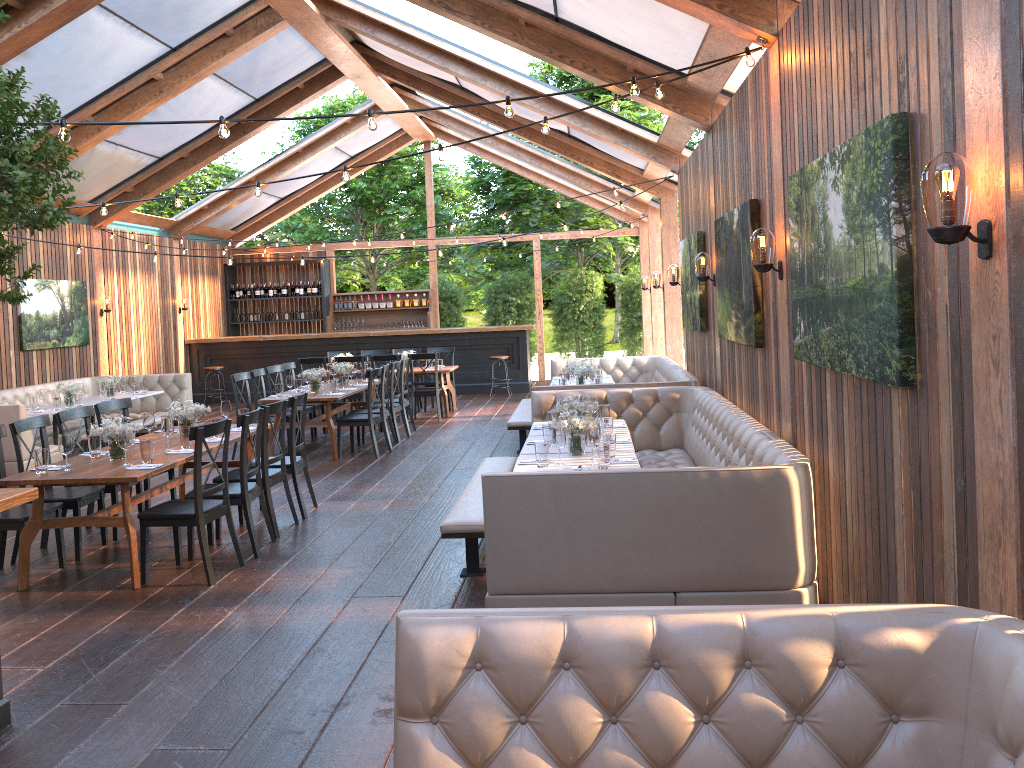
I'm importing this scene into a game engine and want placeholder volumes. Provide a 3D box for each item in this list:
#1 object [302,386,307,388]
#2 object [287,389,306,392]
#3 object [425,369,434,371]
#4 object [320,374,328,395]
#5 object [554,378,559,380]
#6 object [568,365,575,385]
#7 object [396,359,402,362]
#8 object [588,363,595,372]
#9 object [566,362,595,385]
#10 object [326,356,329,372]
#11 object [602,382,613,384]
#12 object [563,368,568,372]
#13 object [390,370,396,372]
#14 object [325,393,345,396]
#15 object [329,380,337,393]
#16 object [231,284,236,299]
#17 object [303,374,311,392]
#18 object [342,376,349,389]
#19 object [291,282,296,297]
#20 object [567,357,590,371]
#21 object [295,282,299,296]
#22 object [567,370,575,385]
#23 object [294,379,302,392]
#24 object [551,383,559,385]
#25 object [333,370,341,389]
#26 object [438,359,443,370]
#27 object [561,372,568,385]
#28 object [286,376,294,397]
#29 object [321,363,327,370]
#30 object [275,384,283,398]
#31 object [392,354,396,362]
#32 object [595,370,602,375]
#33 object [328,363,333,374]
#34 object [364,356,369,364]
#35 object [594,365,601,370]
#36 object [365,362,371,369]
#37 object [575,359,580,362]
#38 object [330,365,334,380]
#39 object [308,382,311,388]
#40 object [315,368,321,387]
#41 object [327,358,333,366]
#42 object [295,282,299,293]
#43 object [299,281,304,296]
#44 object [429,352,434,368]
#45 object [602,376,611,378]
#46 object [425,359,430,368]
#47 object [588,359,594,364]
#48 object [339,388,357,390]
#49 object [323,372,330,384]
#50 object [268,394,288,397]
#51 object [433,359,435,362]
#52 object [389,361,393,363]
[{"bbox_3d":[-2.652,0.029,11.610,0.255,0.019,0.158,-2,5,5],"label":"object"},{"bbox_3d":[-2.680,0.078,11.084,0.255,0.019,0.158,-2,5,5],"label":"object"},{"bbox_3d":[-1.293,-0.225,13.729,0.157,0.019,0.256,-2,5,5],"label":"object"},{"bbox_3d":[-2.233,0.000,10.497,0.092,0.244,0.092,-4,2,-37],"label":"object"},{"bbox_3d":[0.682,-0.076,11.822,0.255,0.019,0.158,-2,5,5],"label":"object"},{"bbox_3d":[0.742,-0.113,10.966,0.092,0.244,0.092,-4,3,-43],"label":"object"},{"bbox_3d":[-1.778,-0.333,13.904,0.092,0.244,0.092,-4,3,-43],"label":"object"},{"bbox_3d":[0.994,-0.133,11.065,0.092,0.244,0.092,-4,3,-43],"label":"object"},{"bbox_3d":[0.828,-0.106,10.504,0.329,0.309,0.337,-1,4,27],"label":"object"},{"bbox_3d":[-3.001,-0.324,14.373,0.092,0.244,0.092,-4,3,-43],"label":"object"},{"bbox_3d":[1.127,-0.016,10.962,0.255,0.019,0.158,-2,5,5],"label":"object"},{"bbox_3d":[0.715,-0.132,11.658,0.092,0.158,0.092,-3,2,-9],"label":"object"},{"bbox_3d":[-1.878,-0.204,13.775,0.157,0.019,0.256,-2,5,5],"label":"object"},{"bbox_3d":[-2.099,0.116,10.402,0.255,0.019,0.158,-2,5,5],"label":"object"},{"bbox_3d":[-2.137,0.032,10.573,0.092,0.158,0.092,-4,3,-39],"label":"object"},{"bbox_3d":[-6.093,-2.011,19.329,0.081,0.324,0.171,-3,2,-10],"label":"object"},{"bbox_3d":[-2.540,-0.031,10.987,0.092,0.244,0.092,-4,3,-43],"label":"object"},{"bbox_3d":[-2.099,-0.022,11.160,0.092,0.158,0.092,-1,3,31],"label":"object"},{"bbox_3d":[-4.736,-2.054,19.169,0.081,0.323,0.081,-3,2,-17],"label":"object"},{"bbox_3d":[0.888,-0.197,11.455,0.329,0.309,0.337,-4,4,-21],"label":"object"},{"bbox_3d":[-4.645,-2.046,19.138,0.077,0.306,0.077,-2,2,21],"label":"object"},{"bbox_3d":[0.675,-0.036,10.169,0.092,0.244,0.092,-4,2,-37],"label":"object"},{"bbox_3d":[-2.634,0.022,10.913,0.092,0.158,0.092,-1,3,31],"label":"object"},{"bbox_3d":[0.619,-0.005,11.074,0.255,0.019,0.158,-2,5,5],"label":"object"},{"bbox_3d":[-2.194,-0.055,11.101,0.092,0.244,0.092,-4,3,-43],"label":"object"},{"bbox_3d":[-1.122,-0.303,13.739,0.092,0.158,0.092,-1,3,31],"label":"object"},{"bbox_3d":[0.651,-0.061,10.910,0.092,0.158,0.092,-3,2,-9],"label":"object"},{"bbox_3d":[-2.611,0.026,10.402,0.092,0.244,0.092,-4,2,-37],"label":"object"},{"bbox_3d":[-3.074,-0.286,14.473,0.092,0.158,0.092,-1,3,31],"label":"object"},{"bbox_3d":[-2.717,0.080,10.328,0.092,0.158,0.092,0,3,41],"label":"object"},{"bbox_3d":[-1.892,-0.363,14.284,0.092,0.244,0.092,-4,3,-43],"label":"object"},{"bbox_3d":[1.089,-0.099,11.123,0.092,0.158,0.092,-3,2,-9],"label":"object"},{"bbox_3d":[-2.831,-0.243,13.883,0.092,0.158,0.092,-1,3,31],"label":"object"},{"bbox_3d":[-2.291,-0.314,13.934,0.092,0.244,0.092,-4,3,-43],"label":"object"},{"bbox_3d":[1.153,-0.175,11.917,0.092,0.158,0.092,-3,2,-9],"label":"object"},{"bbox_3d":[-2.245,-0.264,13.838,0.092,0.158,0.092,-1,3,31],"label":"object"},{"bbox_3d":[0.876,-0.208,11.939,0.092,0.244,0.092,-4,3,-43],"label":"object"},{"bbox_3d":[-2.439,-0.138,12.092,0.092,0.244,0.092,-4,3,-43],"label":"object"},{"bbox_3d":[-2.606,-0.026,11.429,0.092,0.158,0.092,-1,3,31],"label":"object"},{"bbox_3d":[-2.514,-0.080,11.501,0.092,0.244,0.092,-4,3,-43],"label":"object"},{"bbox_3d":[-2.878,-0.294,13.993,0.092,0.244,0.092,-4,3,-43],"label":"object"},{"bbox_3d":[-4.704,-2.061,19.293,0.136,0.315,0.136,-4,2,-33],"label":"object"},{"bbox_3d":[-4.560,-2.063,19.141,0.087,0.334,0.087,-3,2,-15],"label":"object"},{"bbox_3d":[-1.292,-0.384,14.231,0.092,0.244,0.092,-4,3,-43],"label":"object"},{"bbox_3d":[1.192,-0.092,11.756,0.255,0.019,0.158,-2,5,5],"label":"object"},{"bbox_3d":[-1.367,-0.347,14.336,0.092,0.158,0.092,-1,3,31],"label":"object"},{"bbox_3d":[1.058,-0.209,11.859,0.092,0.244,0.092,-4,3,-43],"label":"object"},{"bbox_3d":[-2.060,0.061,10.999,0.255,0.019,0.158,-2,5,5],"label":"object"},{"bbox_3d":[-2.516,-0.085,12.018,0.092,0.158,0.092,-1,3,31],"label":"object"},{"bbox_3d":[-2.750,0.136,10.492,0.255,0.019,0.158,-2,5,5],"label":"object"},{"bbox_3d":[-1.192,-0.353,13.852,0.092,0.244,0.092,-4,3,-43],"label":"object"},{"bbox_3d":[-1.952,-0.325,14.365,0.092,0.158,0.092,-1,3,31],"label":"object"}]
